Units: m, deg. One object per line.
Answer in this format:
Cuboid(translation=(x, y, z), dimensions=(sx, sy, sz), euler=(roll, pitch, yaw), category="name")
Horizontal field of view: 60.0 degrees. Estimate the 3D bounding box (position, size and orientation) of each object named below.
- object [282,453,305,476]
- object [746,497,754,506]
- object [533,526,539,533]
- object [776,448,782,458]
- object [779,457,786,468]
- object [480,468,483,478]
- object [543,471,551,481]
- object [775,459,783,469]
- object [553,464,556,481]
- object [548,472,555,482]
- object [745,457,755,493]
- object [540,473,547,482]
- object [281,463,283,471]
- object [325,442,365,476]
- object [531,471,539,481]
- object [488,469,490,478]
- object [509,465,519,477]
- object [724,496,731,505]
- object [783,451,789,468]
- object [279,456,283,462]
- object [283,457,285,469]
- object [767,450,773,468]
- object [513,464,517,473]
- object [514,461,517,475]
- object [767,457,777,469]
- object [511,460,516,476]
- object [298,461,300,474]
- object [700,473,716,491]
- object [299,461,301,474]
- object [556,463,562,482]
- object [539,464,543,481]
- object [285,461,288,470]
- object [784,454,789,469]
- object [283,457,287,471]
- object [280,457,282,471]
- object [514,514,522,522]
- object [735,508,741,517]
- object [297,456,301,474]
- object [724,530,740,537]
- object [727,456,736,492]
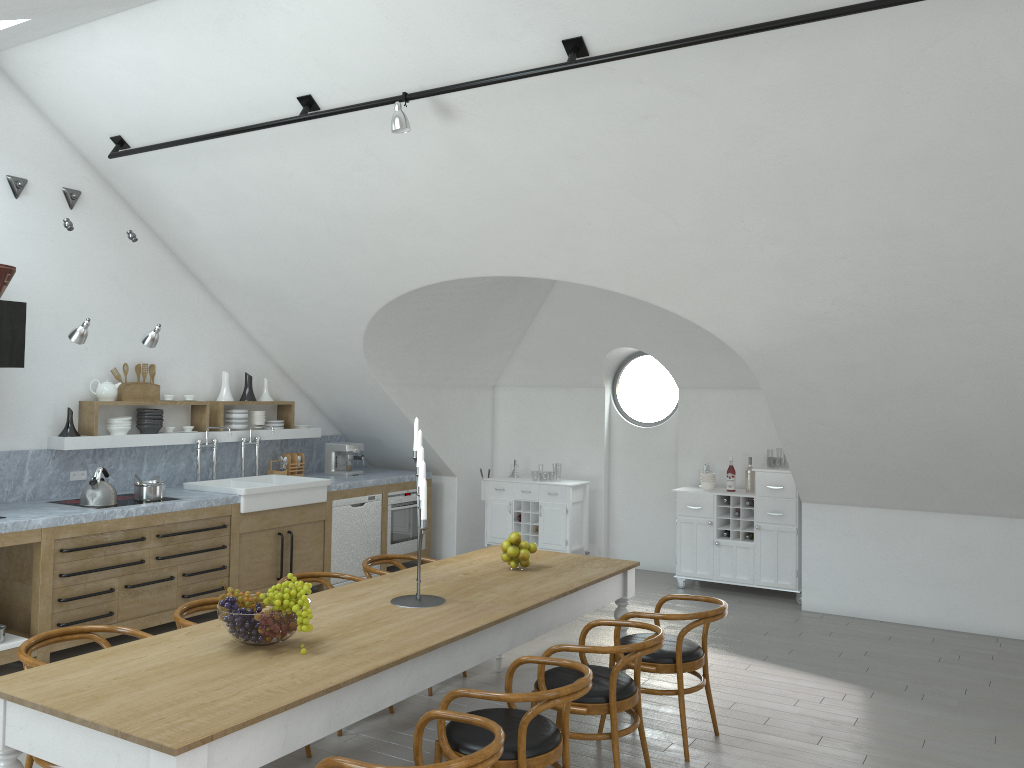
Cuboid(translation=(-2.130, 0.786, 8.643), dimensions=(0.104, 0.223, 0.200), euler=(0, -2, 31), category="object")
Cuboid(translation=(2.219, 1.082, 8.162), dimensions=(0.087, 0.085, 0.359), euler=(0, -1, 31), category="object")
Cuboid(translation=(0.302, 1.485, 9.069), dimensions=(0.082, 0.083, 0.316), euler=(0, -1, 30), category="object")
Cuboid(translation=(2.472, 0.684, 8.200), dimensions=(0.054, 0.179, 0.054), euler=(0, -2, 25), category="object")
Cuboid(translation=(2.484, 0.723, 8.130), dimensions=(0.071, 0.099, 0.071), euler=(-1, -2, 39), category="object")
Cuboid(translation=(-0.299, 1.029, 9.399), dimensions=(0.088, 0.269, 0.029), euler=(1, -2, 4), category="object")
Cuboid(translation=(0.372, 0.954, 9.164), dimensions=(0.094, 0.093, 0.093), euler=(0, -2, 18), category="object")
Cuboid(translation=(2.420, 0.729, 8.078), dimensions=(0.077, 0.085, 0.077), euler=(0, -2, 39), category="object")
Cuboid(translation=(0.444, 0.912, 9.138), dimensions=(0.054, 0.179, 0.054), euler=(1, -2, 8), category="object")
Cuboid(translation=(0.404, 0.951, 9.079), dimensions=(0.071, 0.099, 0.071), euler=(2, -2, -36), category="object")
Cuboid(translation=(2.209, 0.844, 8.221), dimensions=(0.085, 0.331, 0.085), euler=(1, -2, -10), category="object")
Cuboid(translation=(0.321, 0.957, 9.087), dimensions=(0.077, 0.085, 0.077), euler=(0, -2, 18), category="object")
Cuboid(translation=(-2.190, 0.803, 8.446), dimensions=(0.019, 0.179, 0.044), euler=(1, -2, -4), category="object")
Cuboid(translation=(-1.623, 0.753, 8.876), dimensions=(0.386, 0.321, 0.324), euler=(0, -2, 31), category="object")
Cuboid(translation=(0.235, 0.945, 9.097), dimensions=(0.082, 0.105, 0.081), euler=(-1, -2, 44), category="object")
Cuboid(translation=(-0.252, 1.030, 9.371), dimensions=(0.029, 0.269, 0.088), euler=(2, -3, -33), category="object")
Cuboid(translation=(0.022, 0.934, 9.496), dimensions=(0.101, 0.138, 0.067), euler=(0, -2, 31), category="object")
Cuboid(translation=(2.045, 1.076, 8.276), dimensions=(0.092, 0.094, 0.359), euler=(0, -1, 31), category="object")
Cuboid(translation=(2.534, 0.681, 8.185), dimensions=(0.063, 0.187, 0.063), euler=(0, -2, 17), category="object")
Cuboid(translation=(-2.209, 0.791, 8.487), dimensions=(0.040, 0.192, 0.042), euler=(2, -2, -22), category="object")
Cuboid(translation=(-2.183, 0.794, 8.471), dimensions=(0.023, 0.196, 0.018), euler=(0, -3, 26), category="object")
Cuboid(translation=(2.360, 0.686, 8.106), dimensions=(0.048, 0.169, 0.048), euler=(2, -2, -27), category="object")
Cuboid(translation=(0.028, 0.914, 9.503), dimensions=(0.097, 0.137, 0.029), euler=(0, -3, 34), category="object")
Cuboid(translation=(0.037, 0.900, 9.478), dimensions=(0.039, 0.164, 0.024), euler=(-1, -3, 43), category="object")
Cuboid(translation=(2.353, 0.717, 8.024), dimensions=(0.082, 0.105, 0.081), euler=(1, -2, -21), category="object")
Cuboid(translation=(0.017, 0.898, 9.507), dimensions=(0.039, 0.175, 0.054), euler=(0, -3, 31), category="object")
Cuboid(translation=(-2.080, 0.798, 8.668), dimensions=(0.018, 0.196, 0.020), euler=(3, -3, -37), category="object")
Cuboid(translation=(1.856, 0.926, 8.404), dimensions=(0.157, 0.160, 0.154), euler=(2, -2, -31), category="object")
Cuboid(translation=(-2.079, 0.798, 8.679), dimensions=(0.019, 0.196, 0.022), euler=(-1, -3, 32), category="object")
Cuboid(translation=(0.477, 0.908, 9.083), dimensions=(0.063, 0.187, 0.063), euler=(0, -2, 16), category="object")
Cuboid(translation=(0.298, 0.915, 9.151), dimensions=(0.048, 0.169, 0.048), euler=(0, -2, 18), category="object")
Cuboid(translation=(-2.167, 0.804, 8.476), dimensions=(0.044, 0.179, 0.019), euler=(0, -2, 15), category="object")
Cuboid(translation=(2.488, 0.698, 8.033), dimensions=(0.046, 0.143, 0.046), euler=(-1, -3, 42), category="object")
Cuboid(translation=(-2.167, 0.791, 8.462), dimensions=(0.040, 0.192, 0.042), euler=(2, -2, -23), category="object")
Cuboid(translation=(-2.204, 0.794, 8.461), dimensions=(0.019, 0.196, 0.022), euler=(0, -2, 19), category="object")
Cuboid(translation=(0.114, 1.381, 9.142), dimensions=(0.082, 0.085, 0.317), euler=(0, -1, 31), category="object")
Cuboid(translation=(2.133, 1.188, 8.225), dimensions=(0.085, 0.085, 0.330), euler=(0, -1, 30), category="object")
Cuboid(translation=(-2.079, 0.794, 8.652), dimensions=(0.040, 0.192, 0.042), euler=(1, -2, -9), category="object")
Cuboid(translation=(2.067, 1.382, 8.251), dimensions=(0.156, 0.085, 0.331), euler=(0, -1, 32), category="object")
Cuboid(translation=(2.057, 0.844, 8.318), dimensions=(0.081, 0.330, 0.081), euler=(0, -2, 27), category="object")
